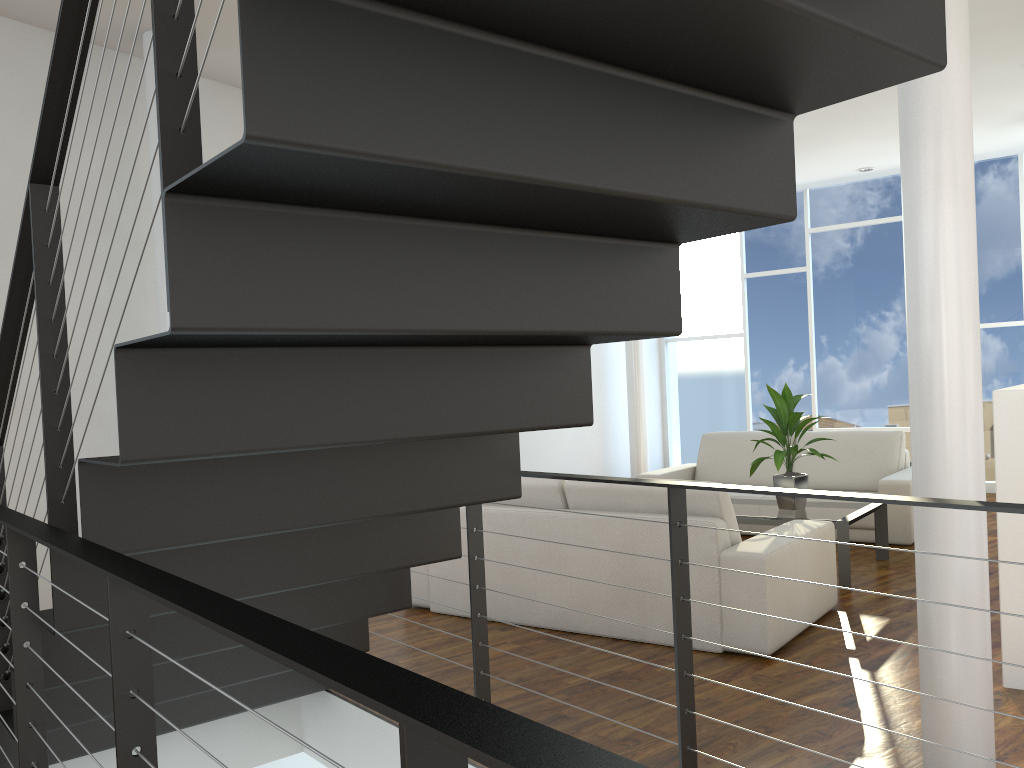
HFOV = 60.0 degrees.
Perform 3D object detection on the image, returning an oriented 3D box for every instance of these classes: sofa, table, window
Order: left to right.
[{"bbox_3d":[0.393,0.628,3.619,1.611,0.566,0.802,-3,0,36],"label":"sofa"},{"bbox_3d":[0.980,0.751,4.505,1.609,0.284,0.661,-3,0,36],"label":"table"},{"bbox_3d":[1.634,0.581,5.357,1.611,0.566,0.802,-3,0,36],"label":"sofa"},{"bbox_3d":[2.657,-1.959,6.900,3.416,5.637,0.090,-2,1,35],"label":"window"}]

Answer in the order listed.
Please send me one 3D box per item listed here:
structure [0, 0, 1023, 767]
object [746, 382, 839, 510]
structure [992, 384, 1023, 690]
[{"bbox_3d":[0.289,0.430,1.003,1.093,6.300,4.363,-4,1,-39],"label":"structure"},{"bbox_3d":[1.320,0.289,4.187,0.432,0.601,0.457,-2,1,20],"label":"object"},{"bbox_3d":[2.434,-0.279,3.413,0.750,2.207,2.748,-2,1,35],"label":"structure"}]
